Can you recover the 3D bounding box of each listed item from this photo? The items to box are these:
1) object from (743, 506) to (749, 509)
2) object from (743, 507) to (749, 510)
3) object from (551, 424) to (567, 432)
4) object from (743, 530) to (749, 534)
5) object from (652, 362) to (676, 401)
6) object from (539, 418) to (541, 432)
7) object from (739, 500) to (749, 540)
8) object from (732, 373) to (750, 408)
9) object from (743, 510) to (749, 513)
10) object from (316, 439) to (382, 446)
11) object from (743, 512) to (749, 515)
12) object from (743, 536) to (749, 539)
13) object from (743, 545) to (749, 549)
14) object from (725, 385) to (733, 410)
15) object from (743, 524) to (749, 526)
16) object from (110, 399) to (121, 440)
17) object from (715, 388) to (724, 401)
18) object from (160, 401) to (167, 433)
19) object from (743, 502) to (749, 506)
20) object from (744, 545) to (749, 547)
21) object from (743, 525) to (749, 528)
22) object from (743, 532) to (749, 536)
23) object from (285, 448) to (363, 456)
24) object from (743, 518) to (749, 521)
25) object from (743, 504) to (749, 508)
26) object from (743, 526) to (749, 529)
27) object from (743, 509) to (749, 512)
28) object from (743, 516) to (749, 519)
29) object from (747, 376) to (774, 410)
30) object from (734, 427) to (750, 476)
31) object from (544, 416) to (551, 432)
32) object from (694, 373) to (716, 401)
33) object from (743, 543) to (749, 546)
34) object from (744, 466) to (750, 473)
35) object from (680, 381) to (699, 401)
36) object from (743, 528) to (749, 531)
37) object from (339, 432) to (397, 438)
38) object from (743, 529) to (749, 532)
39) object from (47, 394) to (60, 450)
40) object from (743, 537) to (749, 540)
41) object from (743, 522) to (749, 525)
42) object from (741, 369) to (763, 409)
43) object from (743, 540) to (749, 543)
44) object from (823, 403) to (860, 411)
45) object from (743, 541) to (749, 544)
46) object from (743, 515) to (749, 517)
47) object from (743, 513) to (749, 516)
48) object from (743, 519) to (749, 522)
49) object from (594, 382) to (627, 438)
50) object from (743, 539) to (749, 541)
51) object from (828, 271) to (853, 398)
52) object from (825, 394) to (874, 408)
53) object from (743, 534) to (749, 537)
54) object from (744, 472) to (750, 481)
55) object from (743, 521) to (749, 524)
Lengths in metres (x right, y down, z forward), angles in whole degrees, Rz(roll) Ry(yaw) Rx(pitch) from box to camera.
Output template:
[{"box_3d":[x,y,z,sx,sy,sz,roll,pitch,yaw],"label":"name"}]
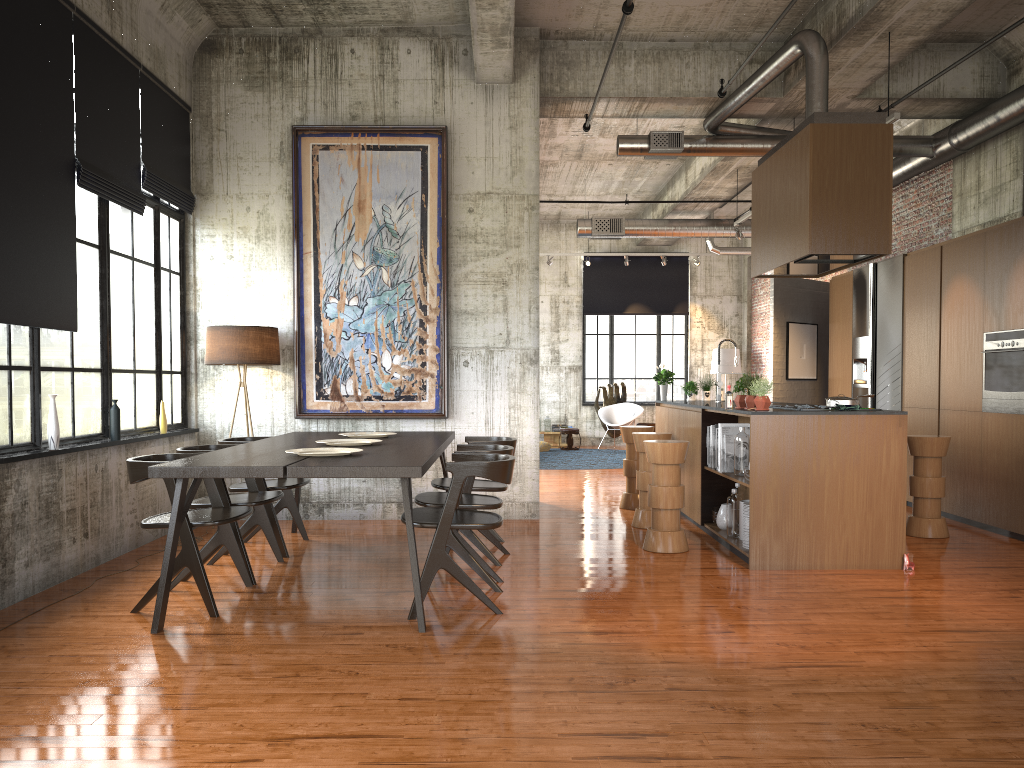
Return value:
[{"box_3d":[1.043,0.519,3.699,0.157,0.015,0.157,0,0,-37],"label":"object"},{"box_3d":[1.043,0.525,3.699,0.157,0.015,0.157,0,0,-31],"label":"object"},{"box_3d":[0.549,0.508,10.228,0.212,0.076,0.191,0,0,-1],"label":"object"},{"box_3d":[1.043,0.621,3.702,0.157,0.016,0.157,0,0,-38],"label":"object"},{"box_3d":[0.962,-0.019,5.615,0.134,0.251,0.152,1,2,42],"label":"object"},{"box_3d":[0.292,0.458,10.182,0.081,0.181,0.081,0,2,-3],"label":"object"},{"box_3d":[1.062,0.605,3.938,0.104,0.171,0.104,-1,2,-42],"label":"object"},{"box_3d":[1.032,0.030,3.978,0.089,0.156,0.086,0,2,5],"label":"object"},{"box_3d":[1.043,0.537,3.699,0.157,0.015,0.157,0,0,-37],"label":"object"},{"box_3d":[-0.651,0.234,3.553,0.263,0.012,0.263,0,0,9],"label":"object"},{"box_3d":[1.043,0.543,3.700,0.157,0.016,0.157,0,0,36],"label":"object"},{"box_3d":[1.043,0.642,3.703,0.157,0.015,0.157,0,0,-37],"label":"object"},{"box_3d":[1.043,0.684,3.704,0.157,0.016,0.157,0,0,-38],"label":"object"},{"box_3d":[0.924,0.057,3.784,0.028,0.104,0.028,0,2,-1],"label":"object"},{"box_3d":[1.043,0.592,3.701,0.157,0.017,0.157,0,0,-36],"label":"object"},{"box_3d":[-1.694,0.154,3.793,0.040,0.176,0.040,1,2,30],"label":"object"},{"box_3d":[1.315,0.065,5.624,0.054,0.079,0.054,1,2,34],"label":"object"},{"box_3d":[-1.699,0.160,4.328,0.037,0.159,0.037,-2,2,-38],"label":"object"},{"box_3d":[1.043,0.505,3.698,0.157,0.016,0.157,0,0,-32],"label":"object"},{"box_3d":[1.043,0.678,3.704,0.157,0.017,0.157,0,0,-36],"label":"object"},{"box_3d":[1.043,0.598,3.701,0.157,0.015,0.157,0,0,-37],"label":"object"},{"box_3d":[1.043,0.629,3.702,0.157,0.016,0.157,0,0,-32],"label":"object"},{"box_3d":[-0.645,0.235,3.058,0.263,0.012,0.263,0,0,9],"label":"object"},{"box_3d":[1.043,0.566,3.700,0.157,0.016,0.157,0,0,-32],"label":"object"},{"box_3d":[1.043,0.512,3.698,0.157,0.016,0.157,0,0,-38],"label":"object"},{"box_3d":[1.043,0.603,3.702,0.157,0.016,0.157,0,0,36],"label":"object"},{"box_3d":[1.043,0.531,3.699,0.157,0.017,0.157,0,0,-36],"label":"object"},{"box_3d":[1.043,0.560,3.700,0.157,0.016,0.157,0,0,-38],"label":"object"},{"box_3d":[1.049,0.038,3.737,0.110,0.142,0.105,0,1,8],"label":"object"},{"box_3d":[1.020,0.298,3.942,0.069,0.216,0.069,0,2,11],"label":"object"},{"box_3d":[0.408,0.458,10.184,0.081,0.181,0.081,0,2,2],"label":"object"},{"box_3d":[1.236,0.010,5.633,0.153,0.191,0.181,1,1,33],"label":"object"},{"box_3d":[1.043,0.672,3.704,0.157,0.017,0.157,0,0,35],"label":"object"},{"box_3d":[1.013,0.369,3.725,0.077,0.046,0.078,0,1,-5],"label":"object"},{"box_3d":[1.135,0.041,5.644,0.118,0.129,0.116,1,1,38],"label":"object"},{"box_3d":[1.043,0.609,3.702,0.157,0.017,0.157,0,0,35],"label":"object"},{"box_3d":[-0.657,0.232,4.048,0.263,0.012,0.263,0,0,9],"label":"object"},{"box_3d":[1.043,0.615,3.702,0.157,0.017,0.157,0,0,-36],"label":"object"},{"box_3d":[-1.690,0.140,3.273,0.041,0.205,0.041,-2,2,-40],"label":"object"},{"box_3d":[1.043,0.649,3.703,0.157,0.015,0.157,0,0,-9],"label":"object"},{"box_3d":[1.043,0.586,3.701,0.157,0.015,0.157,0,0,-9],"label":"object"},{"box_3d":[1.037,0.016,3.856,0.098,0.184,0.093,1,2,39],"label":"object"},{"box_3d":[1.043,0.661,3.704,0.157,0.015,0.157,0,0,-37],"label":"object"},{"box_3d":[1.348,0.092,3.625,0.196,0.034,0.092,0,0,-44],"label":"object"},{"box_3d":[1.043,0.666,3.704,0.157,0.016,0.157,0,0,36],"label":"object"},{"box_3d":[1.043,0.554,3.700,0.157,0.017,0.157,0,0,-36],"label":"object"},{"box_3d":[1.043,0.548,3.700,0.157,0.017,0.157,0,0,35],"label":"object"},{"box_3d":[1.043,0.573,3.700,0.157,0.016,0.157,0,0,-38],"label":"object"},{"box_3d":[1.131,0.301,10.193,0.364,0.649,0.228,0,2,11],"label":"object"},{"box_3d":[1.043,0.654,3.703,0.157,0.017,0.157,0,0,-36],"label":"object"},{"box_3d":[2.563,-0.025,6.354,0.430,1.524,0.455,0,2,-1],"label":"object"},{"box_3d":[1.476,0.074,3.876,0.165,0.060,0.365,0,0,35],"label":"object"},{"box_3d":[1.043,0.635,3.703,0.157,0.016,0.157,0,0,-38],"label":"object"},{"box_3d":[1.013,0.388,3.726,0.077,0.038,0.077,0,1,-13],"label":"object"},{"box_3d":[1.043,0.580,3.701,0.157,0.015,0.157,0,0,-37],"label":"object"}]
